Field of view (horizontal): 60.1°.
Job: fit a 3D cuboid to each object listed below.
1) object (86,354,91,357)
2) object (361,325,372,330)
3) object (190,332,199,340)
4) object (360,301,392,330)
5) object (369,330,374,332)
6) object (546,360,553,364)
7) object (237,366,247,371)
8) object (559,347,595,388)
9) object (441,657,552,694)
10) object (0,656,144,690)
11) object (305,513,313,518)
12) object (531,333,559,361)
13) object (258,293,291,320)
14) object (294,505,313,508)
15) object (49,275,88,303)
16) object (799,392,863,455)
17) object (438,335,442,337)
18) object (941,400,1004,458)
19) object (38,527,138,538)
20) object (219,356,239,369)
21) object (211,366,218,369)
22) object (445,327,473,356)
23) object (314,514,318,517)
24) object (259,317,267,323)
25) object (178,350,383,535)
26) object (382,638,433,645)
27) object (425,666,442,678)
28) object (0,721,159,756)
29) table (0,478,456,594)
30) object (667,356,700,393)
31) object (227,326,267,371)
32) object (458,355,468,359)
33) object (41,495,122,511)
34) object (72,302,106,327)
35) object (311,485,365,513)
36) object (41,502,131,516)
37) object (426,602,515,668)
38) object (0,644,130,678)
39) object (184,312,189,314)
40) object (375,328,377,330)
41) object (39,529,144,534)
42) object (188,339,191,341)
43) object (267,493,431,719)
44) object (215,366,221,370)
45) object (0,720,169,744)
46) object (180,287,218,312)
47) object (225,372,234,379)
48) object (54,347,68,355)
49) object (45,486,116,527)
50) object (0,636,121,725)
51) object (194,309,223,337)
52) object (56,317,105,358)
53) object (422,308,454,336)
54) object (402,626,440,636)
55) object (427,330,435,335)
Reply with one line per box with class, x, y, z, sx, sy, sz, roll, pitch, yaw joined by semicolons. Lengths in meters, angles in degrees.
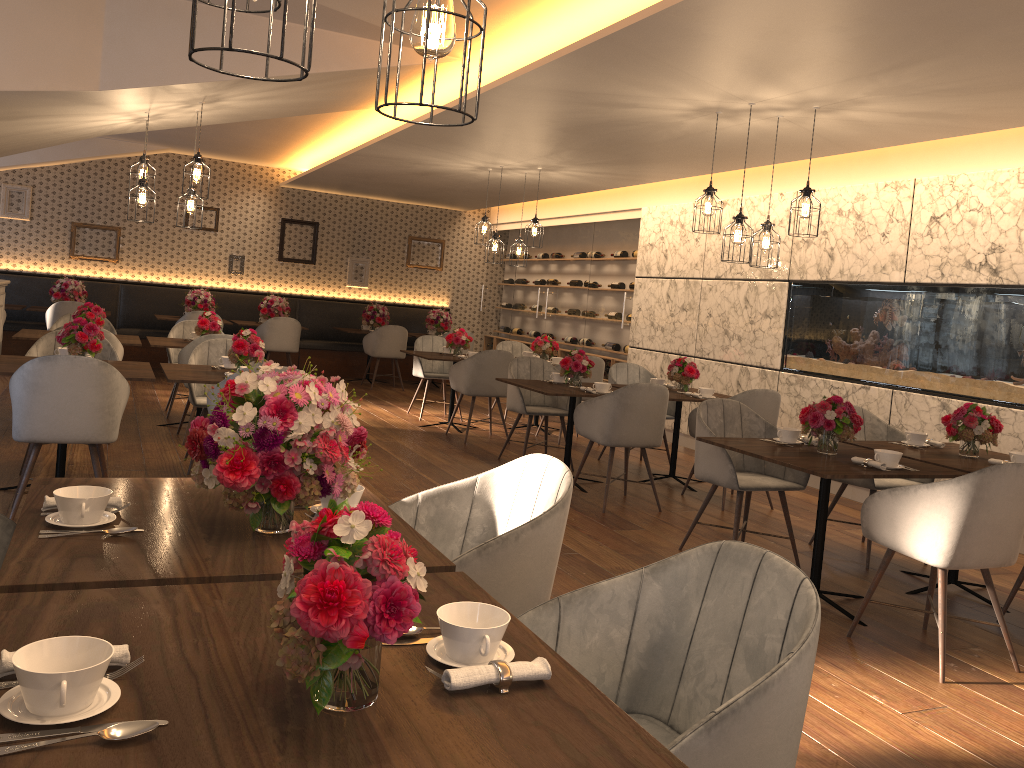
object;-2.578;-0.157;5.399;0.056;0.039;0.176;3;5;-25
object;-2.091;-0.810;12.712;0.148;0.072;0.148;7;5;23
object;-2.781;-0.421;7.853;0.149;0.072;0.148;8;6;33
object;-1.902;-0.938;12.369;0.406;0.424;0.420;6;4;17
object;-1.912;-0.722;12.127;0.056;0.039;0.176;3;5;-25
object;0.355;-0.221;8.960;0.056;0.039;0.176;3;5;-25
object;-1.540;-0.062;5.206;0.149;0.072;0.148;8;6;33
object;0.494;-0.127;6.658;0.235;0.301;0.305;8;5;43
object;-0.021;0.450;1.372;0.175;0.039;0.056;3;5;-25
object;-0.630;0.412;1.265;0.192;0.024;0.025;3;4;-25
object;-0.430;0.339;2.247;0.192;0.024;0.025;3;4;-25
object;0.344;-0.384;9.277;0.305;0.301;0.235;5;3;-3
object;-3.160;-0.998;11.776;0.419;0.424;0.407;4;4;-23
object;-0.511;0.329;2.383;0.210;0.004;0.022;3;6;-25
object;-5.389;-1.105;10.763;0.419;0.424;0.407;3;4;-37
object;1.556;0.188;4.317;0.305;0.301;0.235;6;3;8
object;-1.004;-0.678;12.544;0.056;0.039;0.176;3;5;-25
object;2.429;0.232;4.688;0.305;0.301;0.235;5;3;-3
object;-0.927;0.327;1.942;0.197;0.015;0.043;2;6;-28
object;-1.823;-0.138;5.744;0.149;0.072;0.148;8;6;33
object;-1.921;-0.112;5.681;0.043;0.015;0.198;3;6;-28
object;-0.529;-0.430;8.910;0.235;0.301;0.305;8;5;43
object;-0.406;0.337;2.219;0.175;0.039;0.056;3;5;-25
object;-3.386;-0.873;12.116;0.148;0.072;0.148;7;5;23
object;-0.555;0.137;2.122;0.419;0.424;0.407;3;4;-37
object;-0.126;0.443;1.536;0.210;0.004;0.022;3;6;-25
object;-0.045;0.453;1.400;0.192;0.024;0.025;3;4;-25
object;-0.542;0.441;1.095;0.197;0.015;0.043;2;6;-28
table;-0.748;0.688;2.209;0.895;0.719;0.900;3;4;-25
object;1.369;-0.082;7.029;0.234;0.301;0.306;4;4;-23
object;-1.625;-0.208;5.448;0.234;0.301;0.306;5;4;-6
object;-0.478;-0.261;8.577;0.056;0.039;0.176;3;5;-25
object;-1.037;0.286;2.140;0.175;0.039;0.056;3;5;-25
object;-3.428;-0.530;7.154;0.306;0.301;0.234;8;4;40
object;-0.452;0.306;2.322;0.148;0.072;0.148;7;5;18
object;-1.015;0.298;2.112;0.192;0.024;0.025;3;4;-25
object;-0.067;0.420;1.475;0.148;0.072;0.148;7;5;18
object;-0.653;0.400;1.293;0.175;0.039;0.056;3;5;-25
object;-4.265;-0.915;11.712;0.148;0.072;0.148;7;5;23
object;-1.807;-0.734;12.174;0.148;0.072;0.148;7;5;18
object;-0.936;0.328;1.977;0.210;0.004;0.022;3;6;-25
object;-2.844;-0.387;7.798;0.022;0.004;0.212;3;6;-25
object;-0.228;0.307;1.287;0.234;0.301;0.306;5;4;-6
object;-1.886;-0.104;5.689;0.022;0.004;0.212;3;6;-25
object;-0.551;0.442;1.130;0.210;0.004;0.022;3;6;-25
object;-4.046;-1.049;11.479;0.406;0.424;0.420;6;4;19
object;-1.644;-0.050;5.159;0.056;0.039;0.176;3;5;-25
object;-2.680;-0.179;5.350;0.149;0.072;0.148;8;6;33
object;-0.989;0.283;2.036;0.148;0.072;0.148;7;5;18
object;-0.604;0.397;1.189;0.148;0.072;0.148;7;5;18
object;-2.582;-0.490;7.557;0.234;0.301;0.306;5;4;-6
object;-2.471;-0.247;5.046;0.306;0.301;0.234;8;4;40
object;-1.055;-0.898;12.770;0.406;0.424;0.420;6;4;19
object;-0.134;0.434;1.571;0.197;0.015;0.043;2;6;-28
object;-1.183;-0.766;13.129;0.148;0.072;0.148;7;5;18
